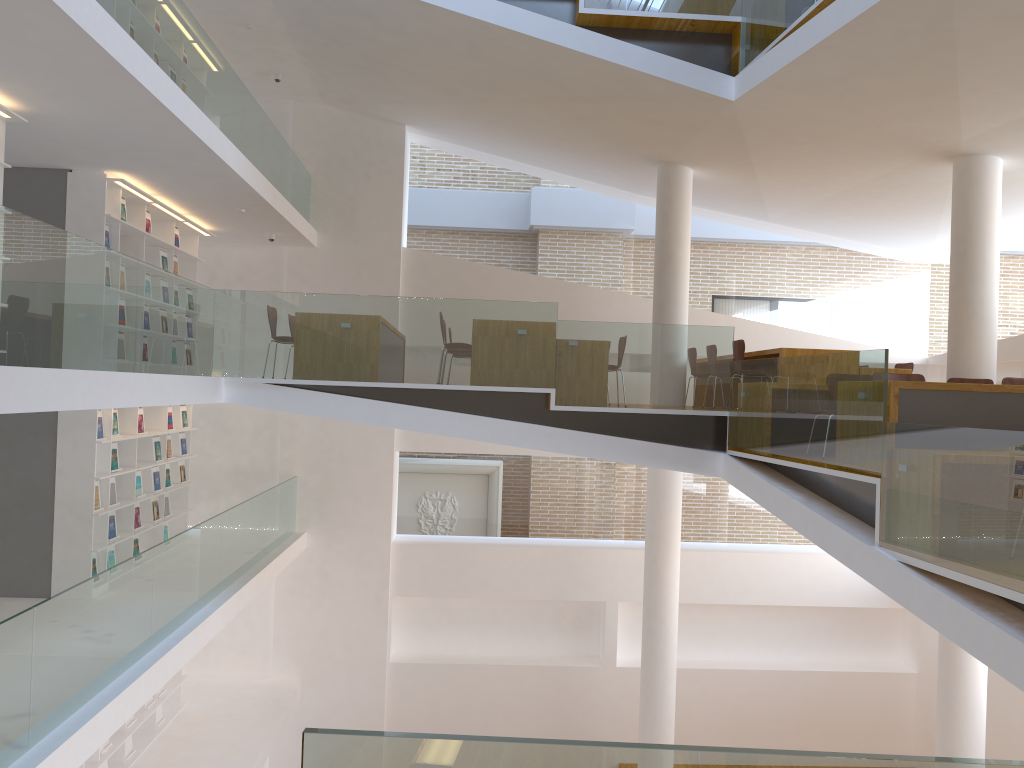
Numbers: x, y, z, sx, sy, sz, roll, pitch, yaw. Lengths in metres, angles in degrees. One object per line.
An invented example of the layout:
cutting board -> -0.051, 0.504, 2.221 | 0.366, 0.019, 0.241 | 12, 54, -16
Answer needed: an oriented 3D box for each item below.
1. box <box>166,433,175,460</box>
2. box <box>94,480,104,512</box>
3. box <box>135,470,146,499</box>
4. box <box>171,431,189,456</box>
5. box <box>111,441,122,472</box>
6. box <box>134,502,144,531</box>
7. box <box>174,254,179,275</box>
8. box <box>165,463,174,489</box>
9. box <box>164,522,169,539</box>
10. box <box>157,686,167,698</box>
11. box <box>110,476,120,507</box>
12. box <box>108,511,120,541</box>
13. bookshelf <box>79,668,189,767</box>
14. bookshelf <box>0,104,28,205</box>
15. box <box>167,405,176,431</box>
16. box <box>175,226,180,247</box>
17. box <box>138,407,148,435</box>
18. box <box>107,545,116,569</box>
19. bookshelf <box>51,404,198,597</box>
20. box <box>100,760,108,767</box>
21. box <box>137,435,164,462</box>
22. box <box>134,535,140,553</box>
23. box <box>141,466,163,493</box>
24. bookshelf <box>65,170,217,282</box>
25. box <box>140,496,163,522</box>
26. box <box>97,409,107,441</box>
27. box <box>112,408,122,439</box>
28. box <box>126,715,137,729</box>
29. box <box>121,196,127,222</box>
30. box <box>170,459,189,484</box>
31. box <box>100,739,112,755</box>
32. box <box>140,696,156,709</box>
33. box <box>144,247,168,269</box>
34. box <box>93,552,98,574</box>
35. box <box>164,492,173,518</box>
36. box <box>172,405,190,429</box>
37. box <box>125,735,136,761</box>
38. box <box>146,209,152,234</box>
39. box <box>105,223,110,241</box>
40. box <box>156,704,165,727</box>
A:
box -> -4.039, 0.708, 10.175 | 0.274, 0.296, 0.245 | 2, -1, -3
box -> -3.954, 1.023, 8.201 | 0.274, 0.296, 0.245 | 2, -1, -3
box -> -4.006, 1.031, 9.274 | 0.274, 0.296, 0.245 | 2, -1, -3
box -> -4.064, 0.712, 10.700 | 0.274, 0.296, 0.245 | 2, -1, -3
box -> -3.962, 0.693, 8.601 | 0.274, 0.296, 0.245 | 2, -1, -3
box -> -4.017, 1.359, 9.257 | 0.274, 0.296, 0.245 | 2, -1, -3
box -> -3.967, -1.351, 10.193 | 0.274, 0.296, 0.245 | 2, -1, -3
box -> -4.049, 1.037, 10.162 | 0.274, 0.296, 0.245 | 2, -1, -3
box -> -4.073, 1.694, 10.167 | 0.274, 0.296, 0.245 | 2, -1, -3
box -> -4.132, 3.401, 10.161 | 0.274, 0.296, 0.245 | 2, -1, -3
box -> -3.972, 1.026, 8.576 | 0.274, 0.296, 0.245 | 2, -1, -3
box -> -3.986, 1.354, 8.612 | 0.274, 0.296, 0.245 | 2, -1, -3
bookshelf -> -4.019, 3.085, 9.484 | 0.498, 1.836, 2.984 | 2, -1, -3
bookshelf -> -3.636, -1.046, 4.463 | 0.498, 1.836, 3.666 | 2, -1, -3
box -> -4.027, 0.381, 10.178 | 0.274, 0.296, 0.245 | 2, -1, -3
box -> -3.956, -1.679, 10.196 | 0.274, 0.296, 0.245 | 2, -1, -3
box -> -3.980, 0.373, 9.258 | 0.274, 0.296, 0.245 | 2, -1, -3
box -> -3.998, 1.684, 8.620 | 0.274, 0.296, 0.245 | 2, -1, -3
bookshelf -> -3.949, 1.049, 9.502 | 0.498, 1.836, 2.984 | 2, -1, -3
box -> -4.068, 3.719, 8.602 | 0.274, 0.296, 0.245 | 2, -1, -3
box -> -4.021, 0.707, 9.814 | 0.274, 0.296, 0.245 | 2, -1, -3
box -> -4.028, 1.688, 9.254 | 0.274, 0.296, 0.245 | 2, -1, -3
box -> -4.032, 1.034, 9.811 | 0.274, 0.296, 0.245 | 2, -1, -3
bookshelf -> -3.878, -1.010, 9.520 | 0.498, 1.836, 2.984 | 2, -1, -3
box -> -4.044, 1.363, 9.821 | 0.274, 0.296, 0.245 | 2, -1, -3
box -> -3.932, 0.369, 8.208 | 0.274, 0.296, 0.245 | 2, -1, -3
box -> -3.950, 0.370, 8.580 | 0.274, 0.296, 0.245 | 2, -1, -3
box -> -4.087, 3.395, 9.239 | 0.274, 0.296, 0.245 | 2, -1, -3
box -> -3.878, -1.690, 8.598 | 0.274, 0.296, 0.245 | 2, -1, -3
box -> -4.076, 1.040, 10.711 | 0.274, 0.296, 0.245 | 2, -1, -3
box -> -4.056, 3.390, 8.594 | 0.274, 0.296, 0.245 | 2, -1, -3
box -> -4.115, 3.399, 9.804 | 0.274, 0.296, 0.245 | 2, -1, -3
box -> -3.950, -1.353, 9.832 | 0.274, 0.296, 0.245 | 2, -1, -3
box -> -3.977, 1.682, 8.193 | 0.274, 0.296, 0.245 | 2, -1, -3
box -> -4.062, 1.366, 10.179 | 0.274, 0.296, 0.245 | 2, -1, -3
box -> -4.053, 0.384, 10.703 | 0.274, 0.296, 0.245 | 2, -1, -3
box -> -4.099, 3.723, 9.236 | 0.274, 0.296, 0.245 | 2, -1, -3
box -> -3.909, -1.687, 9.276 | 0.274, 0.296, 0.245 | 2, -1, -3
box -> -3.871, -1.365, 8.215 | 0.274, 0.296, 0.245 | 2, -1, -3
box -> -4.143, 3.729, 10.149 | 0.274, 0.296, 0.245 | 2, -1, -3
